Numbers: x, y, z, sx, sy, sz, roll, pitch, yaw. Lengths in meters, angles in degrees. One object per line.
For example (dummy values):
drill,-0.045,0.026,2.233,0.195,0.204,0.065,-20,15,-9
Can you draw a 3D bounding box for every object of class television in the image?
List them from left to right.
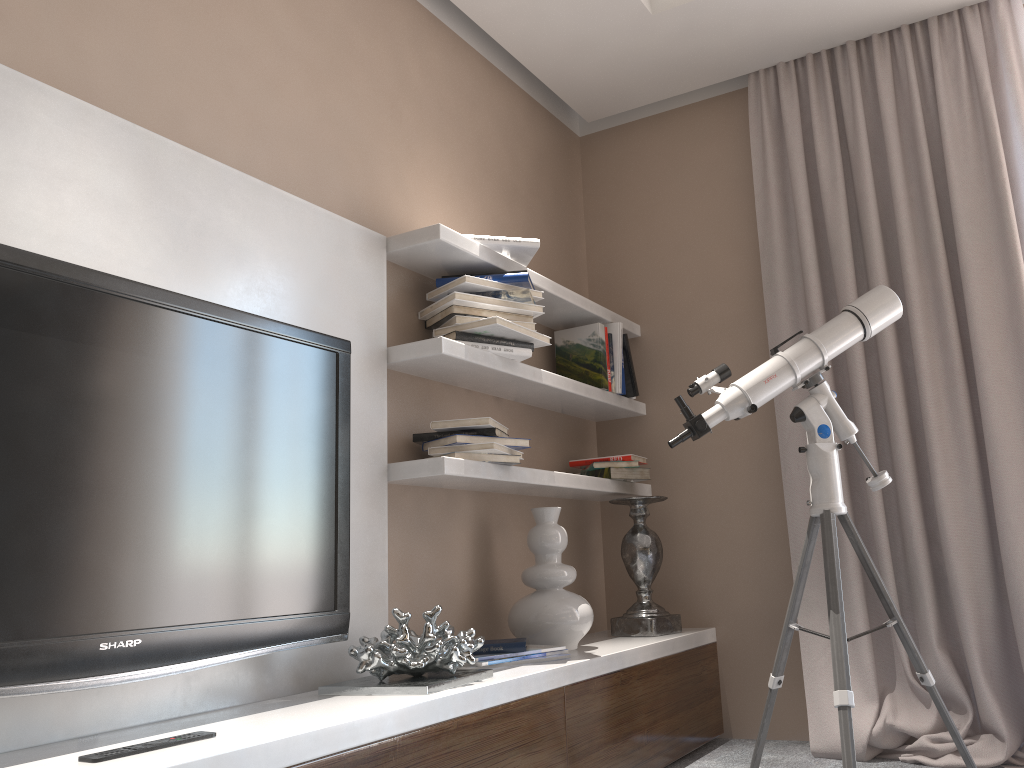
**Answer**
television,-0.735,0.170,1.591,0.138,0.715,1.151,-9,-14,31

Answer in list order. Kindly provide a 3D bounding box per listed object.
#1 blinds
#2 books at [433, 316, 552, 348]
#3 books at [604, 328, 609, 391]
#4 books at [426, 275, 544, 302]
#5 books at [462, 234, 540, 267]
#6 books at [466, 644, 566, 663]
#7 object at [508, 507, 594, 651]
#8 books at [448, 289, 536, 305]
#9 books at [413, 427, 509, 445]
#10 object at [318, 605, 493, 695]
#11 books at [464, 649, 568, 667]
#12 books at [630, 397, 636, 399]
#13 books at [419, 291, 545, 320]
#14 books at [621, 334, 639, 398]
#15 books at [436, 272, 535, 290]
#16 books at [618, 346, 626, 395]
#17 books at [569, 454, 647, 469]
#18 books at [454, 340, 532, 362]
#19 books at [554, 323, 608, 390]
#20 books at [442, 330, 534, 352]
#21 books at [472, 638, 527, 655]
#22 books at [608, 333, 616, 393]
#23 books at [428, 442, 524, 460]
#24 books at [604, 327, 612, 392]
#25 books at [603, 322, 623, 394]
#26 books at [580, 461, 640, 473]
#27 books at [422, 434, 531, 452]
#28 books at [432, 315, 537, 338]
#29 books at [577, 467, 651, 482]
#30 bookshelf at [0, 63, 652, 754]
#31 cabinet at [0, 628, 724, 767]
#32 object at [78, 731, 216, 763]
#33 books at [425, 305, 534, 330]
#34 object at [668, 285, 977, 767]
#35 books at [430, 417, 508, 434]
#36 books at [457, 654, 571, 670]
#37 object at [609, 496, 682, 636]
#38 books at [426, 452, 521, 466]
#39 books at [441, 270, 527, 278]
blinds,1.320,-0.159,2.902,1.004,2.644,0.374,-9,-14,28
books,-0.054,-0.142,2.684,0.214,0.027,0.326,-10,-14,29
books,0.277,-0.084,3.312,0.170,0.251,0.024,-9,-14,27
books,-0.080,-0.269,2.692,0.306,0.022,0.197,7,-16,-40
books,-0.069,-0.411,2.729,0.279,0.027,0.198,0,-13,-16
books,-0.053,0.748,2.448,0.336,0.011,0.239,7,-16,-40
object,0.115,0.604,2.741,0.254,0.432,0.277,-9,-14,28
books,-0.057,-0.245,2.690,0.244,0.026,0.185,-4,-12,3
books,-0.145,0.160,2.582,0.243,0.026,0.167,-5,-12,9
object,-0.226,0.613,2.068,0.310,0.177,0.336,-8,-13,24
books,-0.044,0.758,2.448,0.239,0.011,0.336,-15,-17,42
books,0.388,-0.042,3.475,0.165,0.223,0.104,-9,-14,28
books,-0.092,-0.218,2.684,0.328,0.027,0.212,5,-15,-36
books,0.397,-0.062,3.429,0.161,0.246,0.091,-9,-14,28
books,-0.075,-0.292,2.705,0.275,0.027,0.195,-4,-12,4
books,0.347,-0.075,3.391,0.176,0.260,0.026,-9,-14,27
books,0.365,0.296,3.324,0.240,0.023,0.182,-9,-13,24
books,-0.103,-0.086,2.666,0.276,0.028,0.188,5,-15,-33
books,0.257,-0.089,3.282,0.186,0.249,0.045,-9,-14,27
books,-0.101,-0.110,2.685,0.298,0.031,0.178,7,-16,-39
books,-0.090,0.723,2.417,0.264,0.028,0.173,-3,-12,-3
books,0.310,-0.068,3.351,0.165,0.229,0.026,-9,-14,27
books,-0.099,0.204,2.568,0.190,0.021,0.278,-7,-13,15
books,0.290,-0.080,3.333,0.170,0.251,0.024,-9,-14,27
books,0.331,-0.094,3.375,0.208,0.288,0.022,-9,-14,27
books,0.366,0.319,3.319,0.179,0.023,0.244,-1,-12,-9
books,-0.102,0.179,2.564,0.272,0.025,0.172,7,-16,-39
books,-0.086,-0.161,2.703,0.275,0.028,0.189,3,-14,-28
books,0.370,0.351,3.312,0.203,0.043,0.235,5,-15,-35
bookshelf,-0.786,0.010,1.555,0.220,1.204,4.727,-9,-13,30
cabinet,-0.676,0.760,1.322,0.431,0.370,4.768,-10,-14,30
object,-0.578,0.579,1.409,0.048,0.008,0.218,-12,-15,34
books,-0.097,-0.188,2.700,0.298,0.031,0.179,5,-15,-34
object,0.820,0.391,2.404,0.589,1.407,0.622,-9,-14,30
books,-0.120,0.132,2.572,0.170,0.023,0.232,-5,-12,10
books,-0.040,0.767,2.438,0.335,0.011,0.239,5,-15,-36
object,0.473,0.653,3.170,0.209,0.482,0.229,-12,-15,38
books,-0.117,0.225,2.551,0.241,0.025,0.164,7,-16,-40
books,-0.071,-0.309,2.758,0.262,0.028,0.177,-4,-12,4
